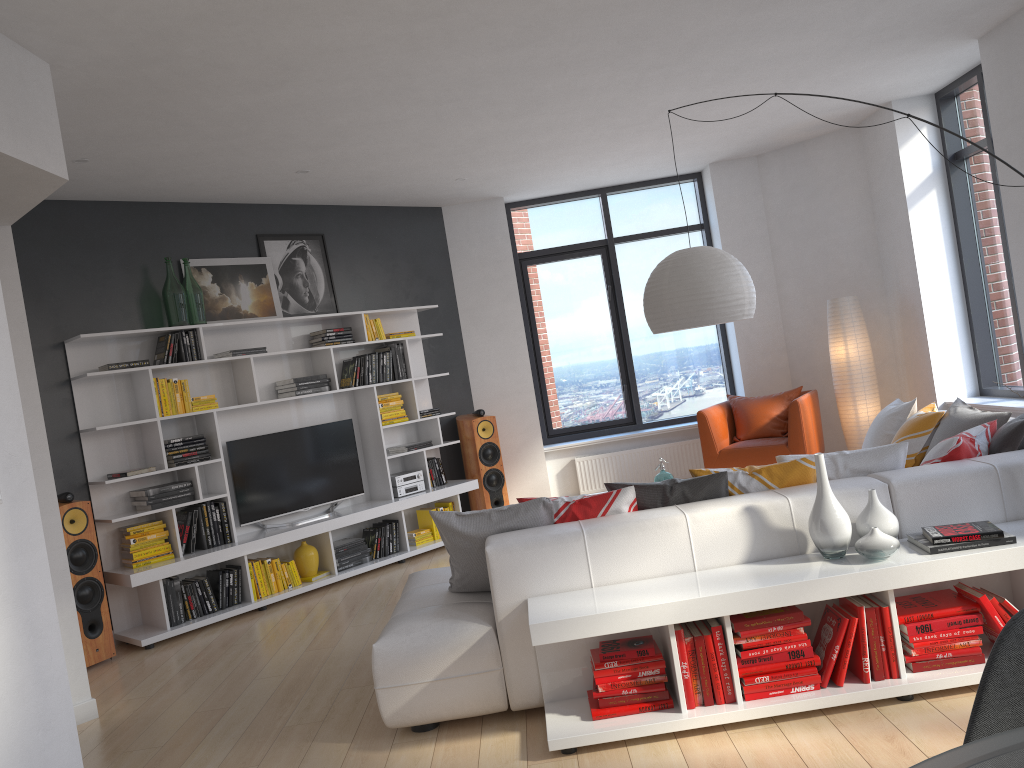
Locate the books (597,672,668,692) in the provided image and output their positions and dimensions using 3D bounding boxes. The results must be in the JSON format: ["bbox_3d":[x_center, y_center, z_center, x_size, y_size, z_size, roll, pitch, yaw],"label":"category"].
[{"bbox_3d":[0.447,1.105,3.365,0.257,0.025,0.182,-9,1,0],"label":"books"}]

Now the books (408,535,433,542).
[{"bbox_3d":[-0.780,1.293,7.424,0.196,0.011,0.148,-10,1,-45],"label":"books"}]

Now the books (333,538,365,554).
[{"bbox_3d":[-1.347,1.269,6.950,0.250,0.047,0.310,-8,1,41],"label":"books"}]

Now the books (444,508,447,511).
[{"bbox_3d":[-0.603,1.181,7.612,0.024,0.234,0.172,-10,1,-45],"label":"books"}]

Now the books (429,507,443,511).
[{"bbox_3d":[-0.643,1.180,7.576,0.035,0.250,0.185,-10,1,-45],"label":"books"}]

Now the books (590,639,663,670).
[{"bbox_3d":[0.431,1.028,3.366,0.254,0.025,0.178,-9,1,0],"label":"books"}]

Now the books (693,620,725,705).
[{"bbox_3d":[0.735,1.034,3.310,0.042,0.259,0.195,-9,1,0],"label":"books"}]

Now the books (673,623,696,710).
[{"bbox_3d":[0.627,1.035,3.317,0.036,0.294,0.208,-9,1,0],"label":"books"}]

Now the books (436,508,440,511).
[{"bbox_3d":[-0.664,1.183,7.558,0.019,0.251,0.180,-10,1,-45],"label":"books"}]

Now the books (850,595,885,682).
[{"bbox_3d":[1.309,0.937,3.305,0.038,0.270,0.215,-9,1,0],"label":"books"}]

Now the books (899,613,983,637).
[{"bbox_3d":[1.572,0.875,3.324,0.279,0.039,0.206,-9,1,-1],"label":"books"}]

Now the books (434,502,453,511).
[{"bbox_3d":[-0.574,1.158,7.657,0.029,0.270,0.204,-10,1,-45],"label":"books"}]

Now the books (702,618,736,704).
[{"bbox_3d":[0.767,1.013,3.314,0.049,0.291,0.214,-9,1,0],"label":"books"}]

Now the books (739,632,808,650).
[{"bbox_3d":[0.956,0.936,3.307,0.236,0.023,0.178,-9,1,0],"label":"books"}]

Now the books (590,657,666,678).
[{"bbox_3d":[0.437,1.053,3.363,0.269,0.028,0.179,-9,1,2],"label":"books"}]

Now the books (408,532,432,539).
[{"bbox_3d":[-0.781,1.263,7.421,0.187,0.014,0.134,-10,1,-45],"label":"books"}]

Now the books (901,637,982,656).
[{"bbox_3d":[1.580,0.956,3.313,0.257,0.025,0.182,-9,1,0],"label":"books"}]

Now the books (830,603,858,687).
[{"bbox_3d":[1.211,0.964,3.290,0.115,0.245,0.192,-9,1,0],"label":"books"}]

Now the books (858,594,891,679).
[{"bbox_3d":[1.340,0.936,3.296,0.028,0.266,0.188,-9,1,0],"label":"books"}]

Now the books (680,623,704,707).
[{"bbox_3d":[0.664,1.047,3.319,0.031,0.255,0.181,-9,1,0],"label":"books"}]

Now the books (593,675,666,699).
[{"bbox_3d":[0.440,1.132,3.358,0.266,0.026,0.187,-9,1,6],"label":"books"}]

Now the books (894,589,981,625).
[{"bbox_3d":[1.560,0.840,3.348,0.301,0.032,0.227,-9,1,0],"label":"books"}]

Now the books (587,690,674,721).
[{"bbox_3d":[0.443,1.195,3.360,0.301,0.032,0.227,-9,1,0],"label":"books"}]

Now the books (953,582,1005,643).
[{"bbox_3d":[1.771,0.873,3.300,0.134,0.248,0.192,-9,1,0],"label":"books"}]

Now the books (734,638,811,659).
[{"bbox_3d":[0.951,0.963,3.312,0.261,0.027,0.191,-9,1,-4],"label":"books"}]

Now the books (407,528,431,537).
[{"bbox_3d":[-0.796,1.245,7.427,0.186,0.026,0.138,-10,1,-45],"label":"books"}]

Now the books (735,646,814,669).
[{"bbox_3d":[0.959,0.994,3.329,0.279,0.039,0.206,-9,1,1],"label":"books"}]

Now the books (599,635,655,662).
[{"bbox_3d":[0.434,1.001,3.357,0.206,0.029,0.152,-9,1,6],"label":"books"}]

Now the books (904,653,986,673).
[{"bbox_3d":[1.588,1.011,3.316,0.259,0.034,0.206,-9,1,3],"label":"books"}]

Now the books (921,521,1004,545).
[{"bbox_3d":[1.663,0.551,3.283,0.238,0.027,0.188,-9,1,14],"label":"books"}]

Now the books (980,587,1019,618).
[{"bbox_3d":[1.875,0.872,3.293,0.186,0.223,0.188,-9,1,1],"label":"books"}]

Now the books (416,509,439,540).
[{"bbox_3d":[-0.713,1.190,7.509,0.044,0.255,0.198,-10,1,-45],"label":"books"}]

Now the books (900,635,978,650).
[{"bbox_3d":[1.575,0.934,3.304,0.236,0.023,0.178,-9,1,0],"label":"books"}]

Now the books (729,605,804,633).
[{"bbox_3d":[0.927,0.861,3.316,0.259,0.034,0.206,-9,1,-3],"label":"books"}]

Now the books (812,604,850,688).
[{"bbox_3d":[1.170,0.970,3.297,0.144,0.247,0.188,-9,1,1],"label":"books"}]

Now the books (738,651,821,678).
[{"bbox_3d":[0.971,1.028,3.329,0.301,0.032,0.227,-9,1,0],"label":"books"}]

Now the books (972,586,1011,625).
[{"bbox_3d":[1.819,0.875,3.293,0.148,0.232,0.171,-9,1,2],"label":"books"}]

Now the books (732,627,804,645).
[{"bbox_3d":[0.934,0.916,3.315,0.257,0.025,0.182,-9,1,0],"label":"books"}]

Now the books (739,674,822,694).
[{"bbox_3d":[0.977,1.084,3.290,0.282,0.030,0.188,-9,1,2],"label":"books"}]

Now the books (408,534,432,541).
[{"bbox_3d":[-0.772,1.278,7.406,0.169,0.018,0.113,-10,1,-43],"label":"books"}]

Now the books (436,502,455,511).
[{"bbox_3d":[-0.561,1.155,7.682,0.025,0.270,0.213,-10,1,-45],"label":"books"}]

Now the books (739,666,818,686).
[{"bbox_3d":[0.971,1.057,3.293,0.266,0.026,0.187,-9,1,0],"label":"books"}]

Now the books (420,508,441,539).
[{"bbox_3d":[-0.694,1.184,7.532,0.015,0.263,0.199,-10,1,-45],"label":"books"}]

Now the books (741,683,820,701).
[{"bbox_3d":[0.979,1.112,3.308,0.274,0.029,0.200,-9,1,0],"label":"books"}]

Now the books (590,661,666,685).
[{"bbox_3d":[0.438,1.080,3.381,0.261,0.028,0.191,-9,1,0],"label":"books"}]

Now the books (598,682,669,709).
[{"bbox_3d":[0.454,1.159,3.367,0.259,0.034,0.206,-9,1,3],"label":"books"}]

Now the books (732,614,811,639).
[{"bbox_3d":[0.949,0.888,3.308,0.266,0.026,0.187,-9,1,-5],"label":"books"}]

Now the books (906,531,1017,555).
[{"bbox_3d":[1.668,0.577,3.308,0.300,0.026,0.245,-9,1,5],"label":"books"}]

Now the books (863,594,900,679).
[{"bbox_3d":[1.366,0.929,3.280,0.028,0.269,0.181,-9,1,0],"label":"books"}]

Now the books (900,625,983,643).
[{"bbox_3d":[1.580,0.907,3.308,0.261,0.027,0.191,-9,1,5],"label":"books"}]

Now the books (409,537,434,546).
[{"bbox_3d":[-0.774,1.315,7.421,0.190,0.033,0.147,-10,1,-45],"label":"books"}]

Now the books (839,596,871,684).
[{"bbox_3d":[1.271,0.939,3.289,0.046,0.282,0.199,-9,1,0],"label":"books"}]

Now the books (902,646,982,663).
[{"bbox_3d":[1.574,0.983,3.307,0.266,0.026,0.187,-9,1,6],"label":"books"}]

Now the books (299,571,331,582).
[{"bbox_3d":[-1.537,1.453,6.686,0.270,0.029,0.204,-9,1,30],"label":"books"}]

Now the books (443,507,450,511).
[{"bbox_3d":[-0.587,1.178,7.633,0.024,0.234,0.172,-10,1,-45],"label":"books"}]

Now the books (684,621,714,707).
[{"bbox_3d":[0.698,1.041,3.320,0.034,0.259,0.207,-9,1,0],"label":"books"}]
